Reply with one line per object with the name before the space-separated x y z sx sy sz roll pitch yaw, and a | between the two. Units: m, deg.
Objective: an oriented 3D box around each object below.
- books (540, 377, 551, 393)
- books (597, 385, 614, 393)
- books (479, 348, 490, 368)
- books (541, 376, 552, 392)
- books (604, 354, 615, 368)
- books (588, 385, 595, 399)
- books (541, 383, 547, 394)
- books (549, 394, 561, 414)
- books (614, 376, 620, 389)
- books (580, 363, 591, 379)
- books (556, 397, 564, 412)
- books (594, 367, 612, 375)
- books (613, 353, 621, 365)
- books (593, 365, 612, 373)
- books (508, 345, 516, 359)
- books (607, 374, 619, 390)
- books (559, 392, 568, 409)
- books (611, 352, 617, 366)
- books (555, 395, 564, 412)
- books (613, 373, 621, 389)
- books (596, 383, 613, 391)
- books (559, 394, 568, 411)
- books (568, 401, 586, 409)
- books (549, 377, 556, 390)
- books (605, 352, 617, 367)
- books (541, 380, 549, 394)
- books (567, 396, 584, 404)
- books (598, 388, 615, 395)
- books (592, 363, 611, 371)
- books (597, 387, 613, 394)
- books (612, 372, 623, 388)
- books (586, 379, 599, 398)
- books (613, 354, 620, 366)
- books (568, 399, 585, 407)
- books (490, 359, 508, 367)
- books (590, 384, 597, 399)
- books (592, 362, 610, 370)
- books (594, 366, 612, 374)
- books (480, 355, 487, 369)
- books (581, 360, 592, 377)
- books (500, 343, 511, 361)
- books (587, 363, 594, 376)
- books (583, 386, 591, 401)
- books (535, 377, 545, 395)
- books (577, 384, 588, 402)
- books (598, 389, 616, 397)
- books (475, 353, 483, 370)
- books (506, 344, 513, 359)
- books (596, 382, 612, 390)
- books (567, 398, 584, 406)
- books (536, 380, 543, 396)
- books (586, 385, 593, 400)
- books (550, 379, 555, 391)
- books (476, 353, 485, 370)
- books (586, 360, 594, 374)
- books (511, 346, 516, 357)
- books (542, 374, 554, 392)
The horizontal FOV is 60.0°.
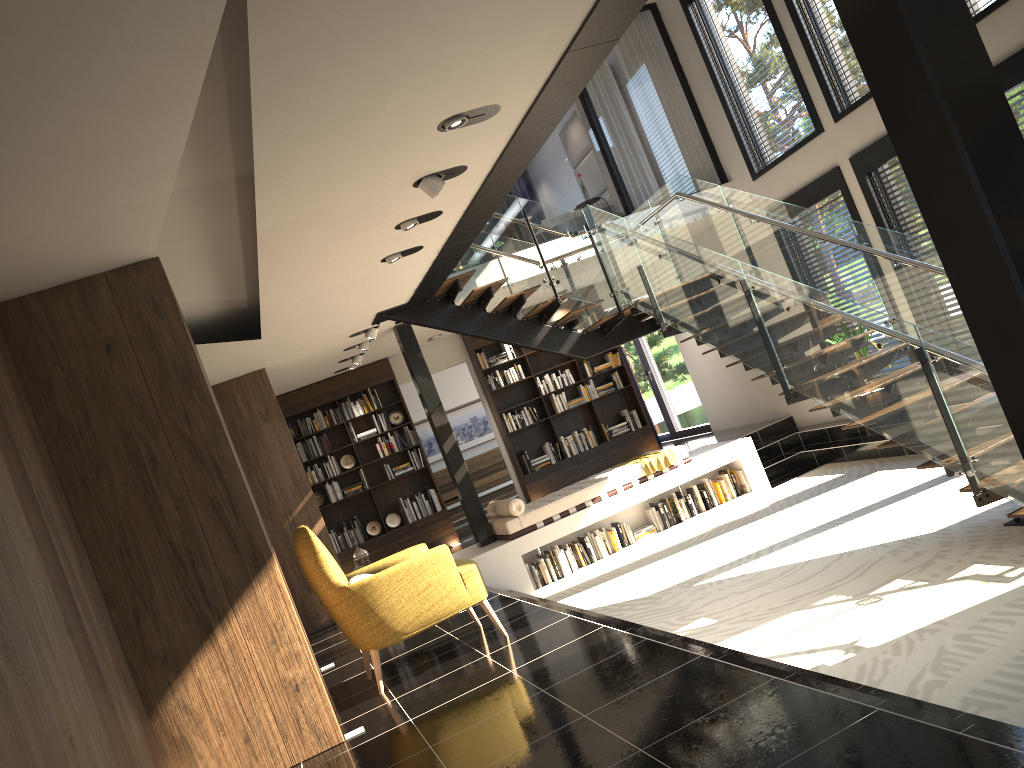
books | 0.473 0.028 12.611 0.027 0.228 0.208 -21 -2 -17
books | 1.327 0.078 12.845 0.268 0.022 0.156 -21 -3 -21
books | -0.385 -0.352 12.445 0.028 0.290 0.170 -21 -2 -17
books | 0.492 0.015 12.627 0.027 0.239 0.153 -21 -2 -17
books | 1.422 -0.323 12.964 0.025 0.219 0.156 -21 -2 -17
books | 1.120 0.128 12.777 0.029 0.214 0.149 -21 -2 -17
books | 0.434 0.079 12.615 0.027 0.162 0.126 -21 -2 -17
books | 0.610 0.285 12.617 0.030 0.284 0.177 -21 -2 -17
books | 1.491 -0.012 12.897 0.025 0.212 0.168 -21 -2 -17
books | 1.065 -0.188 12.853 0.024 0.219 0.174 -21 -2 -17
books | 0.655 0.301 12.589 0.023 0.218 0.196 -21 -2 -17
books | 1.323 -0.180 12.927 0.266 0.021 0.156 -21 -3 -20
books | 1.533 -0.353 12.979 0.051 0.194 0.192 -21 -2 -17
books | 1.308 -0.219 12.925 0.258 0.020 0.167 -21 -3 -19
books | -0.033 -0.475 12.569 0.029 0.272 0.174 -21 -2 -17
books | 1.463 -0.019 12.879 0.030 0.244 0.177 -21 -2 -17
books | 0.737 0.249 12.659 0.067 0.261 0.159 -21 -2 -17
books | 1.466 -0.343 12.988 0.023 0.225 0.146 -21 -2 -17
books | 0.666 0.285 12.628 0.030 0.245 0.167 -21 -2 -17
books | 1.504 -0.034 12.913 0.023 0.246 0.147 -21 -2 -17
books | 1.319 0.057 12.843 0.260 0.021 0.167 -21 -3 -20
books | 0.702 0.270 12.614 0.036 0.244 0.194 -21 -2 -17
books | 0.910 0.310 12.698 0.273 0.025 0.156 -21 -3 -20
books | 0.564 0.006 12.661 0.020 0.206 0.148 -21 -2 -17
books | 1.445 -0.343 12.964 0.028 0.239 0.187 -21 -2 -17
books | 0.454 0.052 12.610 0.024 0.197 0.175 -21 -2 -17
books | 0.882 0.240 12.700 0.274 0.025 0.156 -21 -3 -14
books | 1.343 0.118 12.844 0.273 0.022 0.156 -21 -3 -20
books | 1.301 -0.238 12.923 0.260 0.020 0.167 -21 -3 -20
books | 1.332 0.100 12.854 0.246 0.022 0.148 -21 -3 -17
books | 1.530 -0.048 12.899 0.026 0.251 0.178 -21 -2 -17
books | 1.161 0.078 12.787 0.031 0.277 0.168 -21 -2 -17
books | 1.501 -0.338 12.967 0.023 0.189 0.197 -21 -2 -17
books | 0.901 0.286 12.697 0.274 0.025 0.156 -21 -3 -21
books | -0.195 -0.282 12.505 0.268 0.026 0.156 -21 -3 -13
books | 1.150 0.118 12.767 0.026 0.209 0.184 -21 -2 -17
books | 1.290 -0.255 12.938 0.246 0.021 0.148 -21 -3 -17
books | 1.314 -0.199 12.929 0.271 0.021 0.156 -21 -3 -19
books | -0.424 -0.298 12.438 0.021 0.217 0.180 -21 -2 -17
books | 1.079 -0.215 12.858 0.023 0.261 0.146 -21 -2 -17
books | -0.090 -0.461 12.539 0.030 0.284 0.177 -21 -2 -17
books | 1.117 -0.196 12.849 0.026 0.196 0.148 -21 -2 -17
books | 1.042 0.150 12.770 0.037 0.232 0.231 -21 -2 -17
books | 0.388 0.038 12.608 0.031 0.271 0.158 -21 -2 -17
books | 1.011 0.144 12.751 0.025 0.263 0.156 -21 -2 -17
books | 1.354 0.139 12.832 0.287 0.026 0.176 -21 -3 -13
books | -0.486 -0.298 12.437 0.025 0.263 0.156 -21 -2 -17
books | -0.069 -0.483 12.559 0.034 0.311 0.149 -21 -2 -17
books | 1.310 0.039 12.851 0.271 0.022 0.156 -21 -3 -19
books | 0.893 0.262 12.695 0.261 0.024 0.167 -21 -3 -20
books | 0.368 0.069 12.601 0.030 0.228 0.177 -21 -2 -17
books | 1.089 0.130 12.781 0.025 0.232 0.157 -21 -2 -17
books | 0.544 0.017 12.657 0.026 0.201 0.146 -21 -2 -17
books | -0.455 -0.303 12.438 0.032 0.250 0.167 -21 -2 -17
books | 1.123 -0.222 12.887 0.025 0.243 0.119 -21 -2 -17
books | -0.019 -0.497 12.583 0.019 0.303 0.130 -21 -2 -17
books | 0.515 -0.004 12.630 0.028 0.258 0.208 -21 -2 -17
